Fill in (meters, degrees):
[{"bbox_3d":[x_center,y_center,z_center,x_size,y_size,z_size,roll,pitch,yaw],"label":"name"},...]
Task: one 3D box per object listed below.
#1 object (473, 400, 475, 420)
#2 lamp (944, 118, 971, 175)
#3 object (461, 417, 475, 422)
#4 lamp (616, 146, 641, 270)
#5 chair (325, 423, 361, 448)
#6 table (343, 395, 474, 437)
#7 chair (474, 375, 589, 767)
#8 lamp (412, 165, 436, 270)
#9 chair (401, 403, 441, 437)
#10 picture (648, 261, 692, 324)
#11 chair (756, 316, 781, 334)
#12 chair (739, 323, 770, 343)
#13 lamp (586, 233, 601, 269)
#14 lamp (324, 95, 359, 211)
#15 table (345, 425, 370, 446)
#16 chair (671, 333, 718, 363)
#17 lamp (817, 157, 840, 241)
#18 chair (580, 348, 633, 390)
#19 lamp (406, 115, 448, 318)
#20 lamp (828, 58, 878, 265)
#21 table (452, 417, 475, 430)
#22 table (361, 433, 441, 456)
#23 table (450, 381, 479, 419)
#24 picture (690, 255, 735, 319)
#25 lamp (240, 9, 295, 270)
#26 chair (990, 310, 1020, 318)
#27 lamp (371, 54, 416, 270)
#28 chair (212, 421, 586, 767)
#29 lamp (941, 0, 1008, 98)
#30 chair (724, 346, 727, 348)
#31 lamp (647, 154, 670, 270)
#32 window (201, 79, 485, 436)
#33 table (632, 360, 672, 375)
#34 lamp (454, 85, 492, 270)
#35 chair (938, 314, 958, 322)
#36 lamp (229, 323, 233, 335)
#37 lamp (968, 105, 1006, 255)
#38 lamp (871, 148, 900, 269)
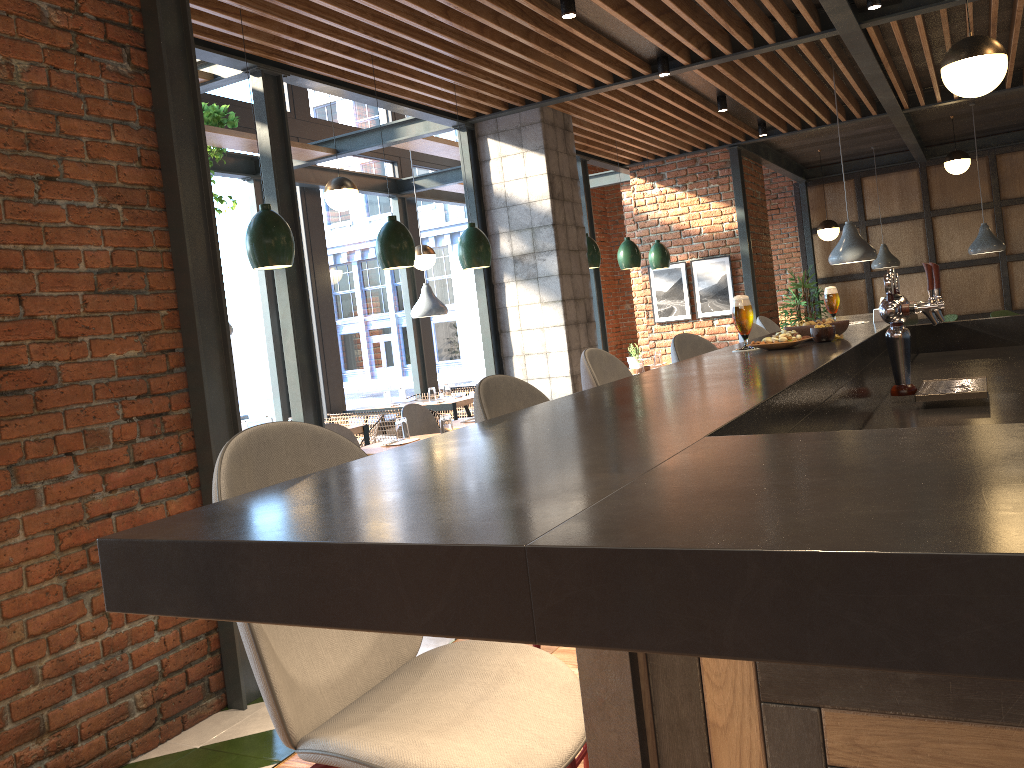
[{"bbox_3d":[-0.220,0.164,5.917,0.080,0.138,0.080,-6,2,6],"label":"object"},{"bbox_3d":[4.796,-4.237,9.917,0.268,3.790,0.269,-7,1,8],"label":"lamp"},{"bbox_3d":[-0.225,0.230,5.942,0.157,0.019,0.243,-4,5,33],"label":"object"},{"bbox_3d":[1.008,-2.098,8.387,0.223,2.020,0.224,-6,1,32],"label":"lamp"},{"bbox_3d":[-0.873,0.665,5.282,0.506,0.887,0.419,-6,2,29],"label":"chair"},{"bbox_3d":[-0.907,0.532,8.672,1.269,0.705,0.660,-5,3,28],"label":"table"},{"bbox_3d":[0.235,0.578,1.976,0.506,1.242,0.419,-6,2,26],"label":"chair"},{"bbox_3d":[-1.136,-3.073,9.247,0.268,3.790,0.268,-7,1,-4],"label":"lamp"},{"bbox_3d":[-0.462,0.562,6.100,0.506,0.887,0.419,-6,2,29],"label":"chair"},{"bbox_3d":[1.714,-0.990,9.625,0.429,0.630,0.015,-6,1,28],"label":"picture"},{"bbox_3d":[1.643,0.225,4.773,0.506,1.242,0.419,-6,2,28],"label":"chair"},{"bbox_3d":[1.348,0.312,3.994,0.506,1.242,0.419,-6,2,34],"label":"chair"},{"bbox_3d":[0.535,-1.983,7.495,0.223,2.020,0.224,-6,1,32],"label":"lamp"},{"bbox_3d":[-1.550,-3.244,6.948,0.269,3.790,0.268,-7,1,-19],"label":"lamp"},{"bbox_3d":[-1.799,0.750,6.989,1.269,0.705,0.660,-5,3,28],"label":"table"},{"bbox_3d":[0.921,0.406,3.338,0.506,1.242,0.419,-5,2,39],"label":"chair"},{"bbox_3d":[3.818,-3.701,11.232,0.269,3.790,0.268,-7,1,-19],"label":"lamp"},{"bbox_3d":[0.527,0.485,2.684,0.506,1.242,0.419,-6,2,24],"label":"chair"},{"bbox_3d":[-1.041,-2.869,8.375,0.353,4.486,0.353,-7,1,-10],"label":"lamp"},{"bbox_3d":[2.351,-3.157,6.739,0.353,4.486,0.352,-7,1,-26],"label":"lamp"},{"bbox_3d":[-0.074,0.603,5.866,0.698,0.746,0.702,-5,3,39],"label":"table"},{"bbox_3d":[-0.490,0.704,5.080,0.701,0.746,0.699,-8,3,-19],"label":"table"},{"bbox_3d":[-0.009,0.313,10.366,1.269,0.705,0.660,-5,3,28],"label":"table"},{"bbox_3d":[2.135,-1.025,9.398,0.429,0.630,0.015,-6,1,28],"label":"picture"},{"bbox_3d":[-1.242,-1.549,4.142,0.223,2.020,0.224,-6,1,32],"label":"lamp"},{"bbox_3d":[6.232,-0.507,10.829,0.640,0.818,0.514,-8,2,-30],"label":"chair"},{"bbox_3d":[-0.769,-1.664,5.034,0.223,2.020,0.224,-6,1,32],"label":"lamp"},{"bbox_3d":[-0.119,0.663,1.336,0.506,1.242,0.419,-6,2,28],"label":"chair"},{"bbox_3d":[1.873,-3.174,3.952,0.268,3.790,0.269,-6,1,30],"label":"lamp"},{"bbox_3d":[1.978,0.084,8.957,0.506,0.887,0.419,-6,2,24],"label":"chair"},{"bbox_3d":[1.425,-2.200,9.173,0.223,2.020,0.224,-6,1,32],"label":"lamp"},{"bbox_3d":[-2.465,-2.104,7.955,0.127,5.592,8.752,-6,3,28],"label":"window"},{"bbox_3d":[1.225,0.269,8.418,0.657,0.764,2.783,-5,4,28],"label":"table"},{"bbox_3d":[-0.352,-1.766,5.820,0.223,2.020,0.224,-6,1,32],"label":"lamp"},{"bbox_3d":[5.543,-0.476,11.573,0.515,0.818,0.639,-7,2,3],"label":"chair"},{"bbox_3d":[-2.516,-2.574,6.552,0.352,4.486,0.354,-6,2,44],"label":"lamp"},{"bbox_3d":[4.757,-3.613,9.314,0.353,4.486,0.352,-7,1,-26],"label":"lamp"},{"bbox_3d":[4.616,-3.744,11.511,0.353,4.486,0.352,-7,1,-26],"label":"lamp"}]
